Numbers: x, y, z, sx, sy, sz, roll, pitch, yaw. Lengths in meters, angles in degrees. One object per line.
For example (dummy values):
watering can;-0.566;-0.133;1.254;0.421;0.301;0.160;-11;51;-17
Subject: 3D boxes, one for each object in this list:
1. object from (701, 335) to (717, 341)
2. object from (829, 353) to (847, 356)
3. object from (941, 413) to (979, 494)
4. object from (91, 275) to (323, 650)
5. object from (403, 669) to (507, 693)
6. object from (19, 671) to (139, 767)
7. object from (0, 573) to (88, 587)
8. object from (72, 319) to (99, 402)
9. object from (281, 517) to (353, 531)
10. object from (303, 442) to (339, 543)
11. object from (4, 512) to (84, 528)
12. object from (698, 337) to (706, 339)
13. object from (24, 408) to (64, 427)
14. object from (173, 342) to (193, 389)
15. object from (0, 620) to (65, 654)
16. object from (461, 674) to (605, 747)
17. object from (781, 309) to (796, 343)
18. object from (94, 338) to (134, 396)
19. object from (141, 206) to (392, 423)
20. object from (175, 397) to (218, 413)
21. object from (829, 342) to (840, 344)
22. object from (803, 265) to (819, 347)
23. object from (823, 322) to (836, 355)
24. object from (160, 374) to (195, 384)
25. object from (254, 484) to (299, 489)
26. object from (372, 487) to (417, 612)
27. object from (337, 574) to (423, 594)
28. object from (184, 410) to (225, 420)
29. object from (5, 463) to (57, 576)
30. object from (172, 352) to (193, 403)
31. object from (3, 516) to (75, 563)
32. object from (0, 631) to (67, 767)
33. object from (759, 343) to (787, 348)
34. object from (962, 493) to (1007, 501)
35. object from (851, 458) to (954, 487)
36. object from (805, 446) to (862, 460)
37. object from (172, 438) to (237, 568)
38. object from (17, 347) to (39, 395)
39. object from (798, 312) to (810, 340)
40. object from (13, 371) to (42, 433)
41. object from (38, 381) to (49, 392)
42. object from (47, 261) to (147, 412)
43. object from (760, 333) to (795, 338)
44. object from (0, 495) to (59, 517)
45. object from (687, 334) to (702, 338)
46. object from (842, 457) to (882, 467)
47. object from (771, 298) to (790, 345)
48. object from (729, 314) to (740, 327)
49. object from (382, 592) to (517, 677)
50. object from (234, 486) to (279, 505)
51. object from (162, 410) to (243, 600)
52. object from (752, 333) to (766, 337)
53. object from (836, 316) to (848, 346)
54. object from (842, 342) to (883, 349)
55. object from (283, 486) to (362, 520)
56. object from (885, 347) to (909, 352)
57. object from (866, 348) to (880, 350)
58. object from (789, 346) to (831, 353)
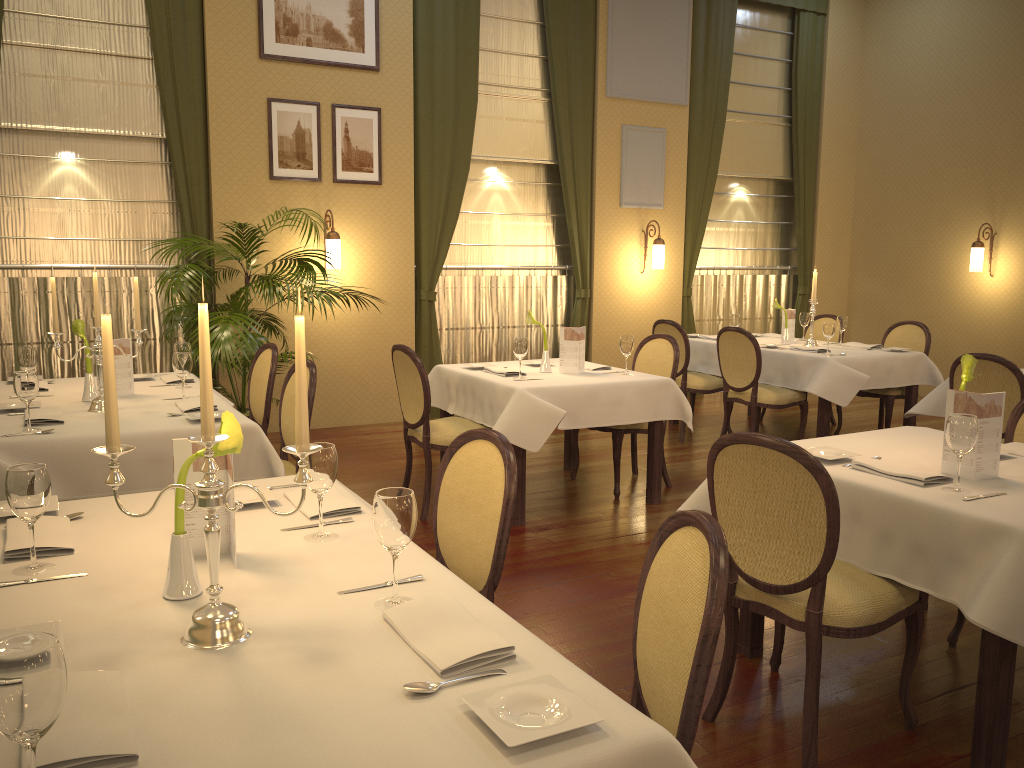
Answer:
object;1.723;-0.383;7.428;0.142;0.033;0.273;-4;9;-28
object;2.311;-0.209;6.310;0.181;0.015;0.038;-4;9;-27
object;1.332;0.206;2.636;0.088;0.229;0.088;2;8;13
object;-0.531;0.134;1.556;0.390;0.655;0.131;-2;8;-14
object;-0.089;0.477;1.428;0.181;0.015;0.038;-4;9;-27
object;-0.631;0.486;1.282;0.142;0.033;0.273;-4;9;-28
object;-0.991;0.408;1.856;0.185;0.010;0.017;-4;9;-27
object;-1.981;-0.112;4.118;0.076;0.375;0.163;-7;11;-41
object;-0.494;0.356;2.250;0.185;0.010;0.017;-4;9;-28
object;-0.464;0.261;2.145;0.088;0.229;0.088;3;9;19
object;-1.191;0.346;2.261;0.181;0.015;0.038;-4;9;-27
object;1.658;-0.399;7.581;0.181;0.015;0.038;-4;9;-27
object;-1.916;0.135;3.630;0.142;0.033;0.273;-4;9;-28
object;-1.678;-0.095;4.525;0.088;0.229;0.088;3;9;19
object;-0.850;0.455;1.504;0.160;0.024;0.160;-4;9;-28
object;0.029;0.490;1.314;0.160;0.024;0.160;-4;9;-28
object;2.252;-0.468;7.191;0.081;0.277;0.166;6;10;33
object;-1.911;-0.078;4.245;0.166;0.277;0.081;-1;8;-12
object;-1.878;-0.393;6.406;1.552;1.807;1.496;8;11;42
object;-1.405;0.094;3.942;0.142;0.033;0.273;-4;9;-28
object;2.577;-0.328;7.163;0.185;0.010;0.017;-4;9;-28
object;2.364;-0.622;6.959;0.131;0.655;0.390;5;9;27
object;2.275;-0.327;6.374;0.088;0.229;0.088;3;9;19
object;-1.811;-0.029;4.793;0.142;0.024;0.273;-4;9;-28
object;-0.677;0.300;2.610;0.181;0.015;0.038;-4;9;-27
object;-0.229;0.322;1.735;0.088;0.229;0.088;3;9;19
object;-0.272;0.417;1.844;0.185;0.010;0.017;-4;9;-28
object;-1.257;0.138;3.662;0.160;0.024;0.160;-4;9;-28
object;-1.037;0.290;1.910;0.088;0.229;0.088;2;8;13
object;-1.514;-0.029;4.082;0.088;0.229;0.088;3;9;19
object;-1.125;0.362;2.108;0.142;0.033;0.273;-4;9;-28
object;-0.574;0.418;1.055;0.088;0.229;0.088;3;9;19
object;1.999;-0.290;6.824;0.160;0.024;0.160;-4;9;-28
object;1.378;0.324;2.583;0.185;0.010;0.017;-4;9;-27
object;1.243;0.278;2.835;0.142;0.033;0.273;-4;9;-28
object;1.088;0.247;3.055;0.160;0.024;0.160;-4;9;-28
object;-0.663;0.259;1.992;0.166;0.277;0.081;4;9;23
object;-2.322;-0.062;4.257;0.088;0.229;0.088;3;9;19
object;2.472;-0.489;7.506;0.088;0.229;0.088;3;9;19
object;-1.859;0.066;3.402;0.088;0.229;0.088;3;9;19
object;-2.411;0.010;4.456;0.142;0.033;0.273;-4;9;-28
object;-1.786;-0.206;3.831;0.390;0.655;0.131;-3;9;-22
object;2.323;-0.422;7.765;0.142;0.024;0.273;-4;9;-28
object;-1.280;0.331;2.328;0.160;0.024;0.160;-4;9;-28
object;1.569;-0.413;7.648;0.160;0.024;0.160;-4;9;-28
object;1.177;0.262;2.988;0.181;0.015;0.038;-4;9;-27
object;2.149;-0.503;7.074;0.163;0.375;0.076;0;8;-7
object;1.812;-0.455;7.229;0.088;0.229;0.088;3;9;19
object;-0.119;0.445;1.595;0.142;0.033;0.273;-4;9;-28
object;-0.742;0.319;2.447;0.160;0.024;0.160;-4;9;-28
object;-0.621;0.240;1.771;0.163;0.375;0.076;0;8;-7
object;2.107;-0.426;7.767;0.160;0.024;0.160;-4;9;-28
object;2.620;-0.422;7.054;0.088;0.229;0.088;3;9;19
object;2.729;-0.299;6.914;0.142;0.033;0.273;-4;9;-28
object;-0.526;0.323;2.445;0.142;0.024;0.273;-4;9;-28
object;2.877;-0.255;6.634;0.160;0.024;0.160;-4;9;-28
object;2.760;-0.268;6.747;0.181;0.015;0.038;-4;9;-27
object;2.218;-0.259;6.602;0.142;0.033;0.273;-4;9;-28
